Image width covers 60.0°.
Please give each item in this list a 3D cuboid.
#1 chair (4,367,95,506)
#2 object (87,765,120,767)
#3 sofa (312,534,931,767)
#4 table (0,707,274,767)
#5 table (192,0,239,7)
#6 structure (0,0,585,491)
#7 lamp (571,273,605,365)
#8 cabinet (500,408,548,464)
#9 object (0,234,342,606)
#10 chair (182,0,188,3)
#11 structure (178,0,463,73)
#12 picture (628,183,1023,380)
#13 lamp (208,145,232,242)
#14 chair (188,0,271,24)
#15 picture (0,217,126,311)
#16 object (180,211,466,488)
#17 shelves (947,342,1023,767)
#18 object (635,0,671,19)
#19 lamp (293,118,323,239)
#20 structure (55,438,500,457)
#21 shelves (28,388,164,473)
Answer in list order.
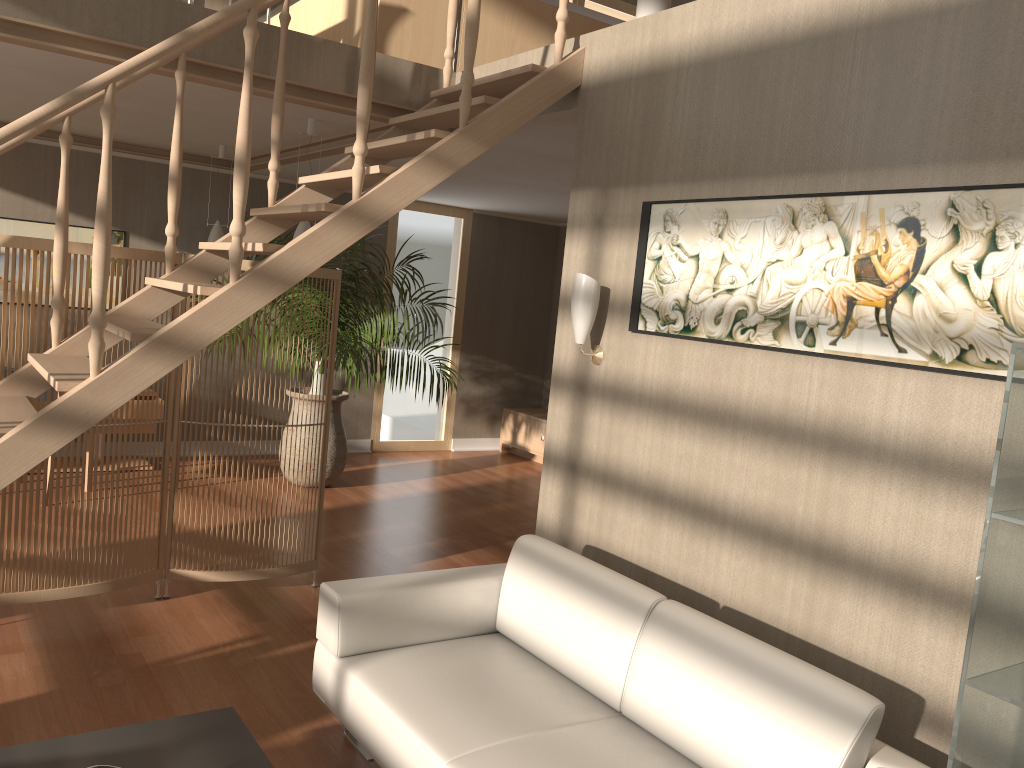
[{"bbox_3d":[-3.109,0.298,5.807,0.582,0.856,0.509,6,6,5],"label":"chair"},{"bbox_3d":[-0.849,0.965,1.967,0.317,0.125,0.223,9,6,27],"label":"object"},{"bbox_3d":[0.187,1.002,2.552,0.905,0.740,1.781,2,7,-34],"label":"sofa"},{"bbox_3d":[-0.787,1.184,1.949,0.700,0.293,1.260,2,7,-34],"label":"table"},{"bbox_3d":[-2.547,-2.234,4.983,1.800,0.740,0.900,2,7,-34],"label":"table"},{"bbox_3d":[-1.358,-0.654,3.274,3.150,3.578,1.000,2,7,-34],"label":"structure"},{"bbox_3d":[0.297,-0.254,3.491,0.153,0.353,0.112,2,7,-34],"label":"lamp"},{"bbox_3d":[0.619,0.605,8.466,0.500,0.458,1.911,2,7,-34],"label":"cabinet"},{"bbox_3d":[-1.852,0.163,3.896,2.229,1.542,0.233,2,6,-29],"label":"object"},{"bbox_3d":[-2.296,-2.305,5.655,0.430,0.796,0.496,3,6,-24],"label":"chair"},{"bbox_3d":[-2.569,-2.317,4.992,3.300,0.900,3.475,2,7,-34],"label":"structure"},{"bbox_3d":[0.898,-0.339,2.727,0.018,0.487,1.531,2,7,-34],"label":"picture"},{"bbox_3d":[-2.145,-1.342,6.499,0.139,0.800,0.139,9,6,30],"label":"lamp"},{"bbox_3d":[-1.573,-2.143,4.730,0.430,0.796,0.496,1,7,-39],"label":"chair"},{"bbox_3d":[-3.608,-0.904,6.633,1.317,0.633,0.010,2,7,-34],"label":"picture"},{"bbox_3d":[-1.489,-0.154,6.844,2.109,2.304,2.157,11,8,44],"label":"object"},{"bbox_3d":[1.078,0.746,1.641,0.403,1.600,0.400,2,7,-34],"label":"shelves"},{"bbox_3d":[0.900,-2.760,5.279,0.200,2.400,0.200,2,7,-34],"label":"object"},{"bbox_3d":[-1.168,-1.104,5.057,0.139,0.800,0.139,6,6,1],"label":"lamp"},{"bbox_3d":[0.498,-0.062,4.479,10.775,2.533,8.342,2,7,-34],"label":"structure"},{"bbox_3d":[-3.446,0.328,6.418,1.600,0.590,0.658,2,7,-34],"label":"shelves"}]
